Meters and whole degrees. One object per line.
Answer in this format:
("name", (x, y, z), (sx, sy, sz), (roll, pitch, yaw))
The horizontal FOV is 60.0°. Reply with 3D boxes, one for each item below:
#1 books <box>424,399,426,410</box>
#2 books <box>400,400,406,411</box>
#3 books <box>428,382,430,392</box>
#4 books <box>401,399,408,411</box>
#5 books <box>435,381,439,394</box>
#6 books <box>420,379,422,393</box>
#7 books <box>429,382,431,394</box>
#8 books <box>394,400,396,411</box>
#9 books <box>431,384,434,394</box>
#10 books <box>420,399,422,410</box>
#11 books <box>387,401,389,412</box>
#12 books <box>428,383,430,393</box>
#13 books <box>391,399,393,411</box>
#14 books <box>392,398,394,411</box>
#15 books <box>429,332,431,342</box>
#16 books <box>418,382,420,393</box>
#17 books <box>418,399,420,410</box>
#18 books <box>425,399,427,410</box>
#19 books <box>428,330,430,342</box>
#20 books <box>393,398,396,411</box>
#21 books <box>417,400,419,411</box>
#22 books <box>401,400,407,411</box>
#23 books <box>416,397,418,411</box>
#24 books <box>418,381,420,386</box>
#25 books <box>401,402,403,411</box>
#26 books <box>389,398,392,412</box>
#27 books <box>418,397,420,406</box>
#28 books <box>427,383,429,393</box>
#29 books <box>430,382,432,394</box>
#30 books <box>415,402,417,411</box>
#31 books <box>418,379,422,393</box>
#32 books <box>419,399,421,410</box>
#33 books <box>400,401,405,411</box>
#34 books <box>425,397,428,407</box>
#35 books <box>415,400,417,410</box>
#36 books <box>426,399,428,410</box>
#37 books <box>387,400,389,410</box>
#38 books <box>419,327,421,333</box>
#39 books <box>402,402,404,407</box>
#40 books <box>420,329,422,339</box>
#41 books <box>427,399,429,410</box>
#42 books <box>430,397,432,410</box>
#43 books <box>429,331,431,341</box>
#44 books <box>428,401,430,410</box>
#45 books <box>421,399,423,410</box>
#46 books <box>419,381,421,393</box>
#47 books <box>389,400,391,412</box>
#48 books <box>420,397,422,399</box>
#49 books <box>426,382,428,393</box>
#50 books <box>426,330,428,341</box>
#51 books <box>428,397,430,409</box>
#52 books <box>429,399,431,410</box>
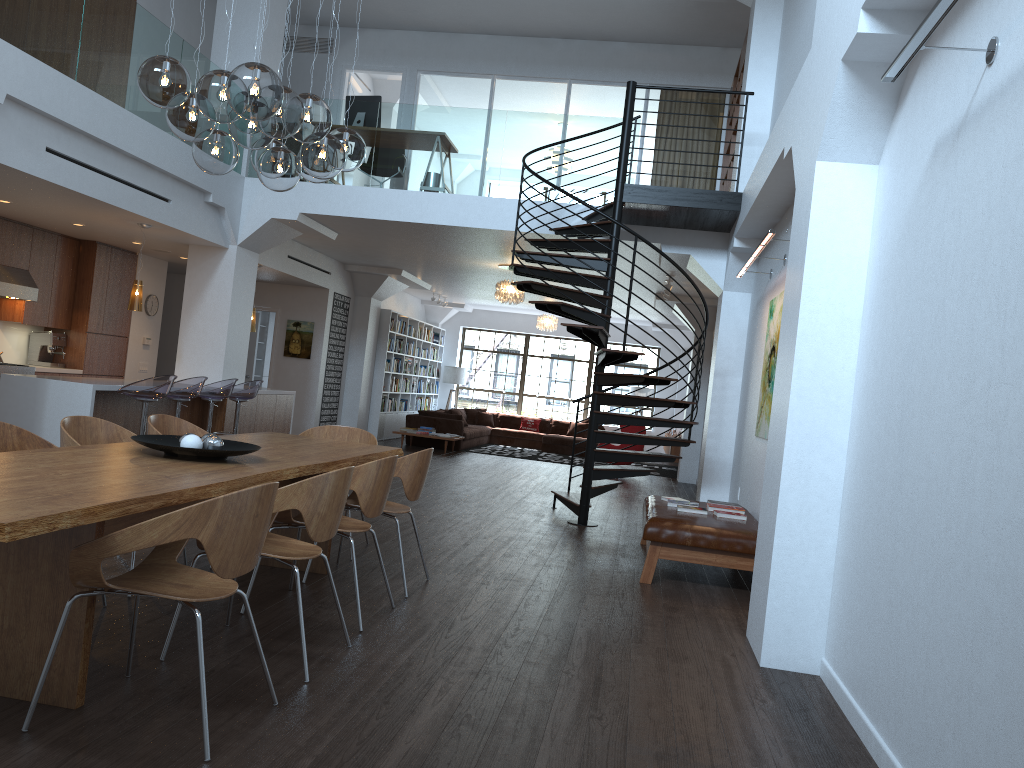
("books", (-2.003, 0.447, 19.570), (0.183, 0.253, 0.036), (6, 0, 8))
("books", (-2.230, 0.440, 17.976), (0.146, 0.202, 0.027), (6, 0, 8))
("books", (-1.933, 0.078, 19.752), (0.171, 0.246, 0.036), (6, 0, 8))
("books", (-2.212, 0.428, 18.143), (0.140, 0.231, 0.042), (6, 0, 8))
("books", (-1.803, 0.075, 20.569), (0.176, 0.290, 0.053), (6, 0, 8))
("books", (-2.029, 0.042, 19.087), (0.176, 0.293, 0.125), (6, 0, 8))
("books", (-1.915, 0.078, 19.871), (0.183, 0.253, 0.042), (6, 0, 8))
("books", (-2.345, 0.407, 17.257), (0.174, 0.236, 0.142), (6, 0, 8))
("books", (-1.884, 0.095, 20.093), (0.168, 0.228, 0.139), (6, 0, 8))
("books", (-2.044, 0.441, 19.216), (0.183, 0.253, 0.034), (6, 0, 8))
("books", (-2.411, 0.404, 16.777), (0.161, 0.223, 0.032), (6, 0, 8))
("books", (-1.931, 0.077, 19.789), (0.160, 0.251, 0.036), (6, 0, 8))
("books", (-2.382, 0.396, 17.005), (0.171, 0.246, 0.039), (6, 0, 8))
("books", (-2.374, 0.391, 17.084), (0.180, 0.259, 0.042), (6, 0, 8))
("books", (-1.861, -1.048, 19.370), (0.183, 0.253, 0.034), (6, 0, 8))
("books", (-2.061, 0.062, 18.835), (0.174, 0.243, 0.085), (6, 0, 8))
("books", (-2.078, 0.436, 19.024), (0.183, 0.253, 0.034), (6, 0, 8))
("books", (-1.993, 0.448, 19.640), (0.183, 0.253, 0.036), (6, 0, 8))
("books", (-1.881, -1.050, 19.235), (0.183, 0.253, 0.034), (6, 0, 8))
("books", (-2.356, 0.396, 17.168), (0.183, 0.253, 0.042), (6, 0, 8))
("books", (-2.084, 0.450, 18.941), (0.161, 0.223, 0.026), (6, 0, 8))
("books", (-2.222, 0.441, 18.058), (0.146, 0.202, 0.027), (6, 0, 8))
("books", (-2.108, 0.416, 18.874), (0.198, 0.284, 0.066), (6, 0, 8))
("books", (-2.061, 0.056, 18.875), (0.182, 0.255, 0.077), (6, 0, 8))
("books", (-2.254, 0.453, 17.834), (0.122, 0.169, 0.023), (6, 0, 8))
("books", (-2.395, 0.389, 16.933), (0.183, 0.253, 0.042), (6, 0, 8))
("books", (-2.083, 0.417, 18.982), (0.176, 0.290, 0.053), (6, 0, 8))
("books", (-1.939, 0.089, 19.648), (0.161, 0.223, 0.030), (6, 0, 8))
("books", (-1.901, 0.081, 19.971), (0.160, 0.251, 0.039), (6, 0, 8))
("books", (-2.118, 0.442, 18.822), (0.168, 0.231, 0.037), (6, 0, 8))
("books", (-2.043, 0.042, 19.025), (0.197, 0.290, 0.136), (6, 0, 8))
("books", (-2.066, 0.441, 19.102), (0.171, 0.246, 0.057), (6, 0, 8))
("books", (-2.242, 0.444, 17.918), (0.139, 0.191, 0.036), (6, 0, 8))
("books", (-1.979, 0.435, 19.809), (0.198, 0.284, 0.066), (6, 0, 8))
("books", (-2.112, 0.446, 18.789), (0.161, 0.223, 0.026), (6, 0, 8))
("books", (-1.972, 0.450, 19.748), (0.183, 0.253, 0.037), (6, 0, 8))
("books", (-2.423, 0.388, 16.748), (0.160, 0.251, 0.031), (6, 0, 8))
("books", (-1.994, -1.064, 18.522), (0.160, 0.251, 0.031), (6, 0, 8))
("books", (-2.249, 0.452, 17.862), (0.126, 0.173, 0.032), (6, 0, 8))
("books", (-1.982, -1.049, 18.551), (0.161, 0.223, 0.032), (6, 0, 8))
("books", (-1.959, 0.456, 19.868), (0.189, 0.247, 0.057), (6, 0, 9))
("books", (-1.921, 0.440, 20.135), (0.176, 0.290, 0.053), (6, 0, 8))
("books", (-1.869, -1.047, 19.341), (0.160, 0.250, 0.026), (6, 0, 8))
("books", (-1.936, 0.479, 19.962), (0.144, 0.207, 0.048), (6, 0, 8))
("books", (-2.039, 0.439, 19.299), (0.180, 0.259, 0.060), (6, 0, 8))
("books", (-2.044, 0.060, 18.920), (0.182, 0.253, 0.098), (6, 0, 8))
("books", (-2.393, 0.415, 16.895), (0.161, 0.223, 0.030), (6, 0, 8))
("books", (-2.046, 0.422, 19.252), (0.176, 0.290, 0.036), (6, 0, 8))
("books", (-1.952, 0.072, 19.579), (0.174, 0.251, 0.051), (6, 0, 8))
("books", (-1.900, -1.049, 19.121), (0.171, 0.246, 0.057), (6, 0, 8))
("books", (-1.932, 0.434, 19.915), (0.140, 0.298, 0.044), (6, 0, 8))
("books", (-1.933, 0.460, 20.053), (0.171, 0.246, 0.057), (6, 0, 8))
